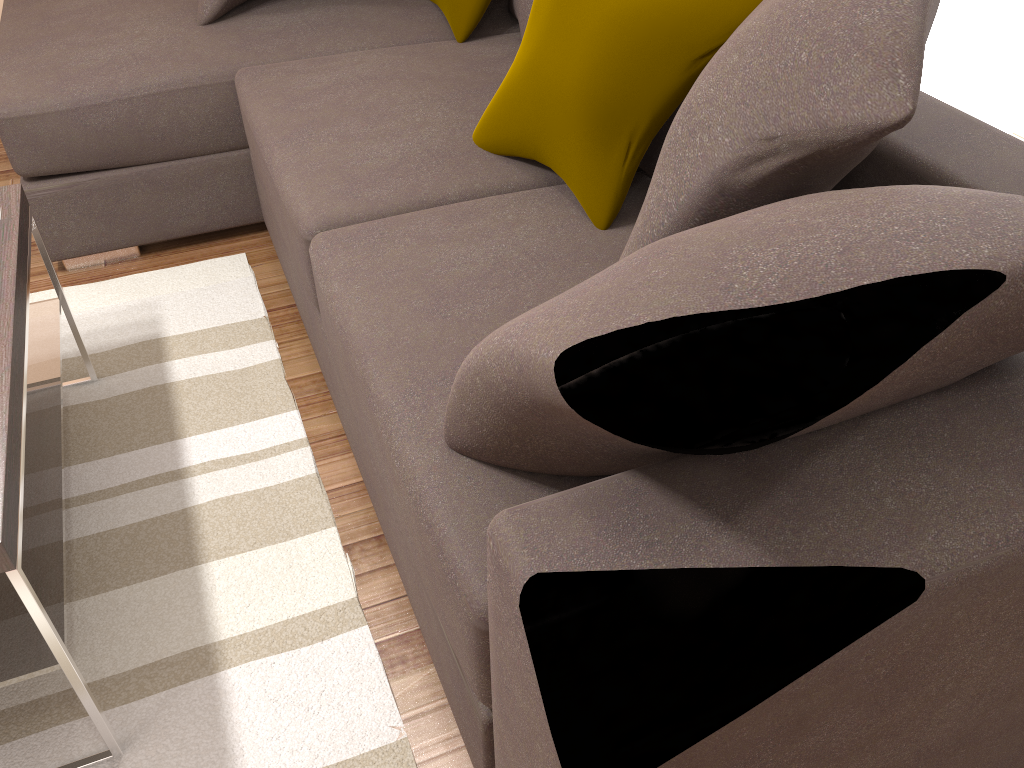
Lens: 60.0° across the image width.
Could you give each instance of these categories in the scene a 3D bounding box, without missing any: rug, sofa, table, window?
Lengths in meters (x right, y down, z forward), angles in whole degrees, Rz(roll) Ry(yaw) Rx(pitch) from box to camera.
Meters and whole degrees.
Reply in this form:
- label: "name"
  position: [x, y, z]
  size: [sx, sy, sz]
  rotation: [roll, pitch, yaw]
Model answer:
- label: "rug"
  position: [-1.267, 0.423, 1.786]
  size: [1.791, 0.024, 2.122]
  rotation: [-15, 42, -16]
- label: "sofa"
  position: [-0.323, -0.539, 2.357]
  size: [1.906, 0.776, 3.565]
  rotation: [-15, 42, -16]
- label: "table"
  position: [-1.270, 0.202, 1.615]
  size: [0.856, 0.558, 1.110]
  rotation: [-15, 42, -16]
- label: "window"
  position: [1.108, -0.951, 1.514]
  size: [0.020, 2.419, 1.983]
  rotation: [-15, 42, -16]

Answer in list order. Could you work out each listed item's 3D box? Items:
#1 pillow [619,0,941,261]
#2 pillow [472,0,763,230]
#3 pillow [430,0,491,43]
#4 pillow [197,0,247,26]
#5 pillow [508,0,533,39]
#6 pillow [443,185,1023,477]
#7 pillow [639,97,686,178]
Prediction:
- label: "pillow"
  position: [0.468, -0.498, 1.473]
  size: [0.399, 0.635, 0.811]
  rotation: [16, 43, 20]
- label: "pillow"
  position: [0.212, -0.651, 1.843]
  size: [0.382, 0.492, 0.658]
  rotation: [-23, 44, -24]
- label: "pillow"
  position: [-0.102, -1.386, 2.786]
  size: [0.335, 0.486, 0.631]
  rotation: [-13, 41, -14]
- label: "pillow"
  position: [-0.738, -1.477, 2.886]
  size: [0.645, 0.415, 0.792]
  rotation: [-11, 41, -12]
- label: "pillow"
  position: [0.219, -1.300, 2.615]
  size: [0.431, 0.576, 0.787]
  rotation: [-5, 40, -5]
- label: "pillow"
  position: [0.339, -0.034, 1.136]
  size: [0.749, 0.470, 0.560]
  rotation: [-18, 42, -19]
- label: "pillow"
  position: [0.387, -0.845, 2.030]
  size: [0.459, 0.590, 0.783]
  rotation: [-19, 43, -20]
